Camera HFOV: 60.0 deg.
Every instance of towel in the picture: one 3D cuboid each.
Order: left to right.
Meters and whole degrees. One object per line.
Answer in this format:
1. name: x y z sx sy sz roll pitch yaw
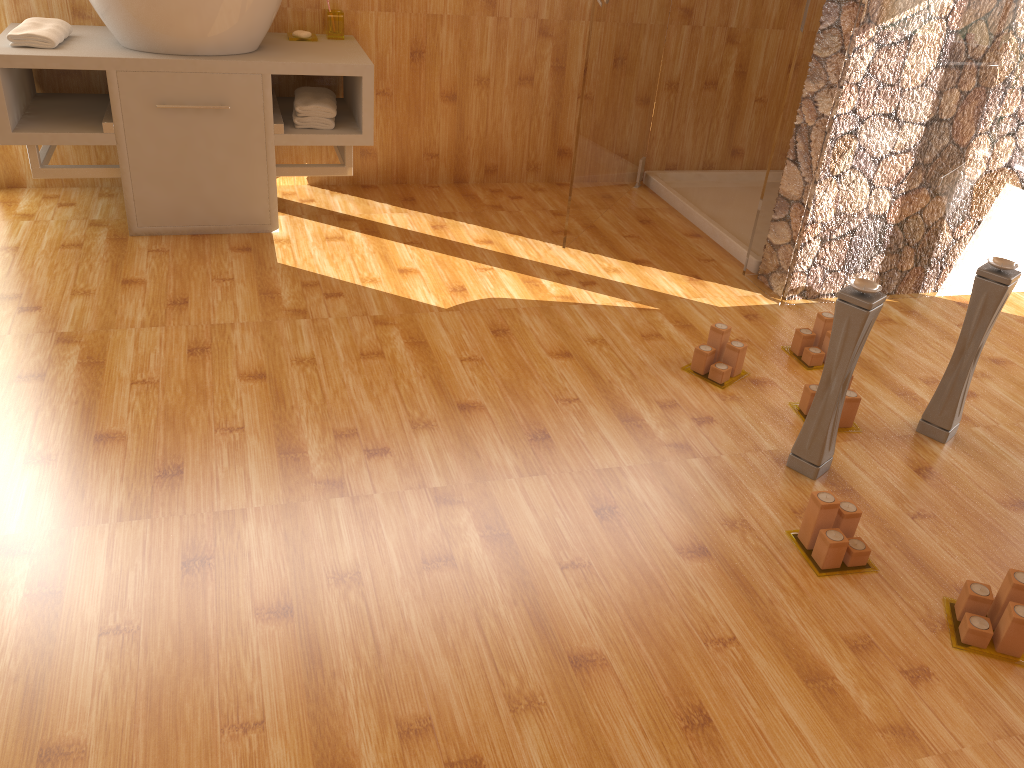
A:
1. towel: -1.465 -1.092 2.755 0.140 0.048 0.225 -2 31 -12
2. towel: -0.687 -0.938 3.077 0.140 0.048 0.225 -2 31 -12
3. towel: -0.679 -0.976 3.068 0.140 0.048 0.225 -2 31 -12

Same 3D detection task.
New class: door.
1. door: 0.438 -1.622 2.977 0.077 2.147 0.983 17 32 18

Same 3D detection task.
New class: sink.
1. sink: -1.038 -1.291 2.808 0.634 0.409 0.533 -5 32 -17

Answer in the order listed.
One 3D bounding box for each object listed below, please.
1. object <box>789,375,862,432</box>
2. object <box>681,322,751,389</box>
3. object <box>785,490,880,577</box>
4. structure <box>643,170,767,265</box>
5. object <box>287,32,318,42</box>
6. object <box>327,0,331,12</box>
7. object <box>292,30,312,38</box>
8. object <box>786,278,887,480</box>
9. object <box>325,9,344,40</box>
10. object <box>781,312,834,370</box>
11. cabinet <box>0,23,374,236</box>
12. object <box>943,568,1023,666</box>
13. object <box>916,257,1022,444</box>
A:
1. object: 0.824 0.032 2.290 0.141 0.131 0.141 0 31 -10
2. object: 0.576 -0.090 2.454 0.141 0.131 0.141 -24 41 -40
3. object: 0.673 0.295 1.824 0.141 0.131 0.141 -2 32 -13
4. structure: 1.174 -0.703 3.662 0.955 0.050 1.000 -5 32 -17
5. object: -0.746 -1.234 3.154 0.100 0.010 0.100 -5 32 -17
6. object: -0.646 -1.315 3.154 0.012 0.132 0.063 11 31 8
7. object: -0.746 -1.242 3.151 0.050 0.023 0.075 14 32 14
8. object: 1.149 -1.126 2.534 0.347 1.921 2.276 18 33 20
9. object: -0.637 -1.292 3.189 0.060 0.093 0.060 -5 32 -17
10. object: 0.897 -0.135 2.583 0.141 0.131 0.141 -5 32 -17
11. cabinet: -1.083 -0.875 3.063 1.136 0.570 0.517 -5 32 -17
12. object: 0.909 0.417 1.658 0.141 0.131 0.141 13 31 12
13. object: 1.122 -0.078 2.184 0.080 0.478 0.080 30 39 35
